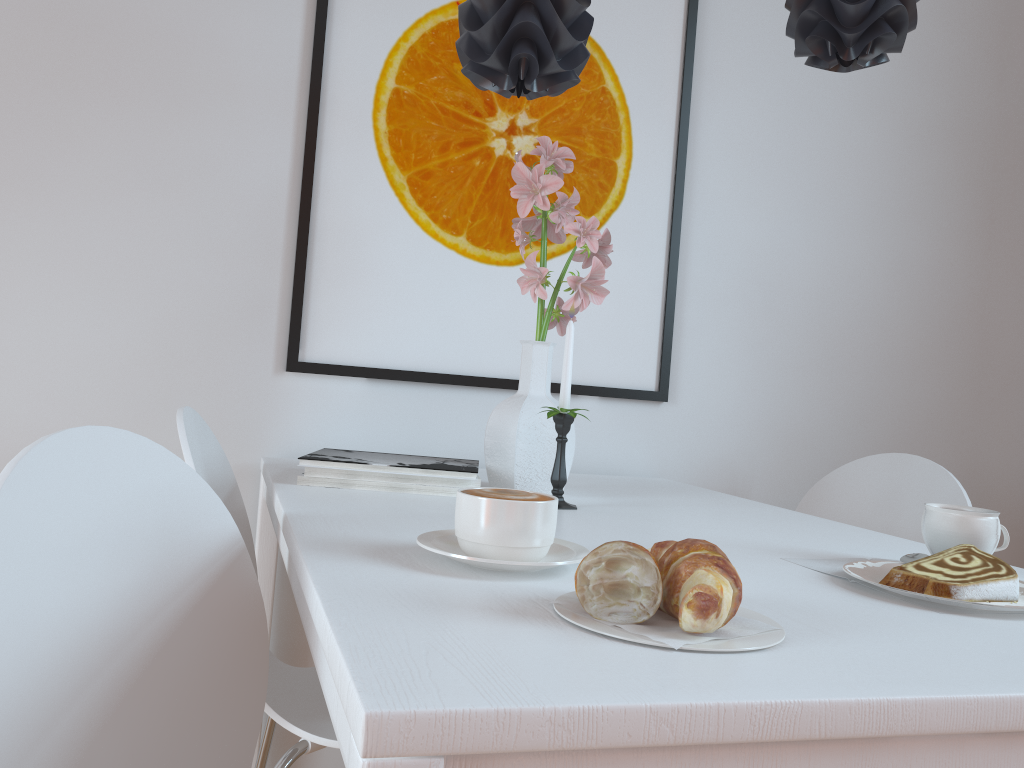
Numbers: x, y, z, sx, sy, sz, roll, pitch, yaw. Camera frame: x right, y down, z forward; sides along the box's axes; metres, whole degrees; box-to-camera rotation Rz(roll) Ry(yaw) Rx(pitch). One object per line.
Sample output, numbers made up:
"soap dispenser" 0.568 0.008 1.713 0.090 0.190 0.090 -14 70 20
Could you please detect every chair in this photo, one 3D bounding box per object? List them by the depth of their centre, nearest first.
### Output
"chair" -0.097 0.495 0.728 0.648 0.871 0.502 4 -1 8
"chair" -0.203 0.491 1.343 0.641 0.871 0.507 5 -1 -12
"chair" 0.433 0.543 1.579 0.638 0.871 0.509 5 -1 -22

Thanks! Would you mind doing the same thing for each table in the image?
"table" 0.095 0.563 1.148 0.827 0.771 1.284 5 -1 -17

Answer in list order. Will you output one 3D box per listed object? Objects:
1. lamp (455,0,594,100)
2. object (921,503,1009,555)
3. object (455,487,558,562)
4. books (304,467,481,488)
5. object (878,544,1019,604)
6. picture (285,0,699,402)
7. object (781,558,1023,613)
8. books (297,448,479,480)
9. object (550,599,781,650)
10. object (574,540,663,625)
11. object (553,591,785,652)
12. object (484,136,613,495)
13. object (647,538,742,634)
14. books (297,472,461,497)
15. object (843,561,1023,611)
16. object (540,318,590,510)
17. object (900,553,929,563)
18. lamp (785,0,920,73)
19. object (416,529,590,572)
"lamp" 0.069 -1.111 1.118 0.169 1.506 0.169 5 -1 -1
"object" 0.488 0.170 0.959 0.085 0.070 0.075 4 -1 32
"object" -0.007 0.129 0.818 0.093 0.064 0.099 5 -1 -14
"books" -0.179 0.135 1.367 0.253 0.014 0.192 5 0 -4
"object" 0.418 0.178 0.831 0.126 0.043 0.075 5 -1 -24
"picture" -0.007 -0.517 1.797 0.793 1.052 0.017 5 -1 -16
"object" 0.435 0.200 0.892 0.226 0.003 0.229 5 0 -17
"books" -0.180 0.121 1.361 0.257 0.012 0.207 5 0 -1
"object" 0.112 0.171 0.651 0.118 0.005 0.124 5 -1 -37
"object" 0.077 0.141 0.653 0.060 0.059 0.074 5 -1 4
"object" 0.114 0.173 0.654 0.169 0.005 0.165 4 0 25
"object" 0.066 -0.114 1.428 0.179 0.579 0.179 4 -1 9
"object" 0.132 0.145 0.655 0.069 0.060 0.132 5 -1 -18
"books" -0.184 0.148 1.368 0.259 0.014 0.192 5 0 -2
"object" 0.416 0.193 0.839 0.190 0.012 0.193 5 0 -20
"object" 0.075 0.026 1.265 0.080 0.298 0.078 4 -1 23
"object" 0.439 0.188 0.953 0.028 0.027 0.128 4 -1 32
"lamp" 0.528 -1.194 1.253 0.167 1.506 0.171 5 -1 -26
"object" -0.009 0.157 0.815 0.160 0.020 0.160 5 0 -2
